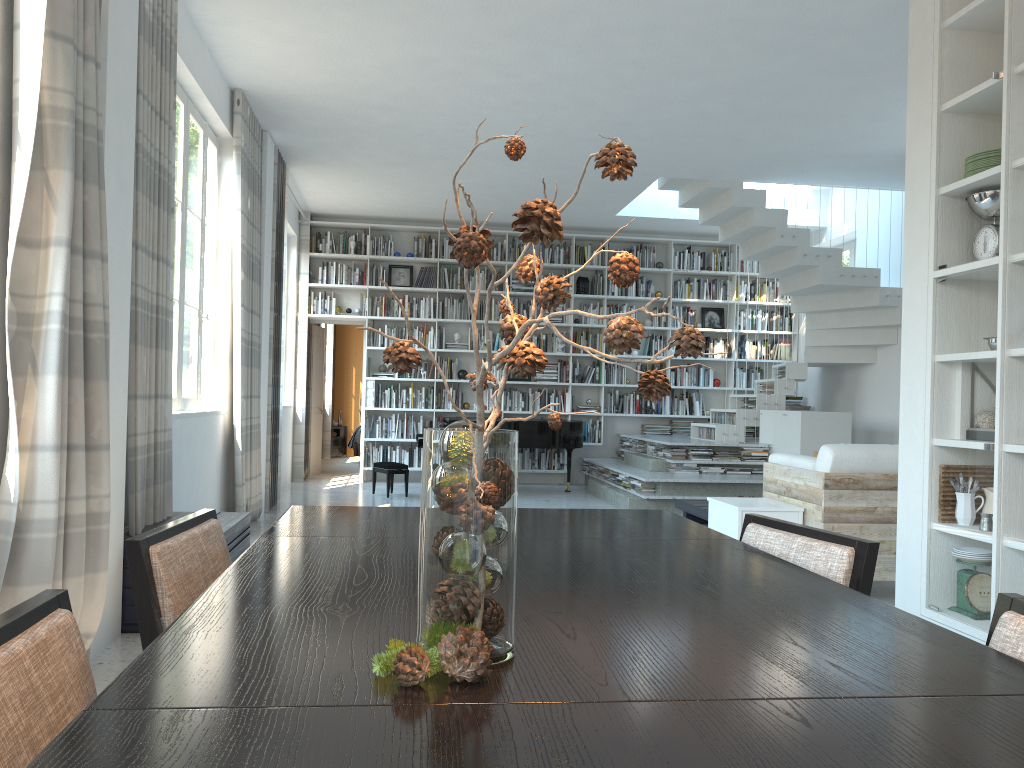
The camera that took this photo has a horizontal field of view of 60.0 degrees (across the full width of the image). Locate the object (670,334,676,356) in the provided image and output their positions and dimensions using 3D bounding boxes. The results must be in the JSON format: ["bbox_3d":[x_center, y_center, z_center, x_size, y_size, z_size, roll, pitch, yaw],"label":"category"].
[{"bbox_3d":[2.038,-0.483,11.204,0.087,0.288,0.075,1,0,28],"label":"object"}]

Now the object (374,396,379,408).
[{"bbox_3d":[-1.646,0.216,10.774,0.045,0.146,0.045,1,0,31],"label":"object"}]

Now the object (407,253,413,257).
[{"bbox_3d":[-1.256,-1.577,10.934,0.082,0.083,0.082,2,-1,-29],"label":"object"}]

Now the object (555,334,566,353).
[{"bbox_3d":[0.604,-0.502,11.055,0.137,0.244,0.138,2,-1,-42],"label":"object"}]

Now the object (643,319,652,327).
[{"bbox_3d":[1.730,-0.772,11.326,0.111,0.113,0.111,2,-1,-29],"label":"object"}]

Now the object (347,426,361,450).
[{"bbox_3d":[-1.863,0.775,14.214,1.481,0.540,1.450,2,-1,-8],"label":"object"}]

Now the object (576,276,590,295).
[{"bbox_3d":[0.889,-1.232,11.156,0.135,0.248,0.135,2,0,-17],"label":"object"}]

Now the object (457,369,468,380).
[{"bbox_3d":[-0.613,-0.114,11.022,0.133,0.135,0.134,1,-1,42],"label":"object"}]

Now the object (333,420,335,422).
[{"bbox_3d":[-3.059,0.659,15.033,0.106,0.103,0.106,1,-1,0],"label":"object"}]

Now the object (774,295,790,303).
[{"bbox_3d":[3.477,-1.104,11.416,0.203,0.137,0.095,1,-1,9],"label":"object"}]

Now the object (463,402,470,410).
[{"bbox_3d":[-0.569,0.274,11.037,0.091,0.092,0.091,2,-1,-29],"label":"object"}]

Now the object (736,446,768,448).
[{"bbox_3d":[2.530,0.655,9.348,0.284,0.030,0.177,2,-1,-7],"label":"object"}]

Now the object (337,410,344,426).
[{"bbox_3d":[-2.916,0.581,15.035,0.091,0.268,0.091,1,0,39],"label":"object"}]

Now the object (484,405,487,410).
[{"bbox_3d":[-0.341,0.295,11.022,0.061,0.062,0.061,1,-1,42],"label":"object"}]

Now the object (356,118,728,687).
[{"bbox_3d":[0.010,0.032,0.965,0.317,0.601,0.541,2,-1,-36],"label":"object"}]

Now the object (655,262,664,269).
[{"bbox_3d":[1.872,-1.500,11.257,0.104,0.105,0.104,1,-1,42],"label":"object"}]

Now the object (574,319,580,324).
[{"bbox_3d":[0.811,-0.785,11.117,0.071,0.072,0.071,1,-1,42],"label":"object"}]

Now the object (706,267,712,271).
[{"bbox_3d":[2.521,-1.465,11.336,0.071,0.072,0.071,1,-1,42],"label":"object"}]

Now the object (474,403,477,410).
[{"bbox_3d":[-0.442,0.277,10.986,0.060,0.095,0.078,1,-1,10],"label":"object"}]

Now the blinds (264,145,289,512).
[{"bbox_3d":[-2.212,-0.483,8.161,0.140,3.231,0.776,2,0,-7],"label":"blinds"}]

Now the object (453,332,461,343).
[{"bbox_3d":[-0.685,-0.579,11.035,0.095,0.157,0.121,1,-1,7],"label":"object"}]

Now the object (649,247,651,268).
[{"bbox_3d":[1.749,-1.598,11.341,0.006,0.298,0.129,2,0,-7],"label":"object"}]

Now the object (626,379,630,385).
[{"bbox_3d":[1.464,-0.023,11.280,0.071,0.072,0.071,1,-1,42],"label":"object"}]

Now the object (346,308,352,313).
[{"bbox_3d":[-1.997,-0.894,10.858,0.071,0.072,0.071,2,-1,-29],"label":"object"}]

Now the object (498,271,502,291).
[{"bbox_3d":[-0.145,-1.265,10.961,0.075,0.254,0.075,2,0,-28],"label":"object"}]

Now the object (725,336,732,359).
[{"bbox_3d":[2.762,-0.462,11.312,0.087,0.288,0.075,1,0,28],"label":"object"}]

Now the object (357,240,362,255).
[{"bbox_3d":[-1.850,-1.641,10.749,0.067,0.198,0.067,1,0,35],"label":"object"}]

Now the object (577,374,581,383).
[{"bbox_3d":[0.838,-0.064,11.059,0.054,0.113,0.079,2,-1,-8],"label":"object"}]

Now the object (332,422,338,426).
[{"bbox_3d":[-2.983,0.680,14.927,0.118,0.061,0.118,1,-1,0],"label":"object"}]

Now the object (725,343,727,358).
[{"bbox_3d":[2.746,-0.424,11.449,0.022,0.211,0.179,2,-1,-7],"label":"object"}]

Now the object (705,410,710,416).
[{"bbox_3d":[2.509,0.373,11.419,0.071,0.072,0.071,1,-1,42],"label":"object"}]

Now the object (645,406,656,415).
[{"bbox_3d":[1.738,0.329,11.160,0.160,0.114,0.064,2,-1,-20],"label":"object"}]

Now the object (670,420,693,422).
[{"bbox_3d":[2.175,0.475,11.390,0.254,0.006,0.161,2,-1,-6],"label":"object"}]

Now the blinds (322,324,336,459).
[{"bbox_3d":[-3.045,-0.383,14.873,0.140,3.231,0.776,2,0,-7],"label":"blinds"}]

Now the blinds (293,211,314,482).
[{"bbox_3d":[-2.556,-0.442,10.932,0.140,3.231,0.776,2,0,-7],"label":"blinds"}]

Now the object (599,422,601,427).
[{"bbox_3d":[1.109,0.610,11.171,0.011,0.260,0.142,2,0,-7],"label":"object"}]

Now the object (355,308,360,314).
[{"bbox_3d":[-1.889,-0.892,10.851,0.071,0.072,0.071,2,-1,-29],"label":"object"}]

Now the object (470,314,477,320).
[{"bbox_3d":[-0.482,-0.828,11.021,0.097,0.098,0.097,1,-1,42],"label":"object"}]

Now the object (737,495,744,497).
[{"bbox_3d":[1.917,0.977,7.418,0.090,0.106,0.097,1,-1,14],"label":"object"}]

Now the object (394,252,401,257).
[{"bbox_3d":[-1.412,-1.581,10.915,0.082,0.083,0.082,2,-1,-29],"label":"object"}]

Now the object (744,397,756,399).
[{"bbox_3d":[2.841,0.170,10.460,0.161,0.025,0.174,2,-1,-3],"label":"object"}]

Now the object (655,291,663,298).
[{"bbox_3d":[1.862,-1.131,11.261,0.100,0.102,0.100,2,-1,-29],"label":"object"}]

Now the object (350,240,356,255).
[{"bbox_3d":[-1.930,-1.643,10.739,0.067,0.198,0.067,1,0,35],"label":"object"}]

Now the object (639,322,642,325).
[{"bbox_3d":[1.618,-0.754,11.289,0.068,0.068,0.068,2,-1,-29],"label":"object"}]

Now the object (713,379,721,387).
[{"bbox_3d":[2.626,-0.012,11.412,0.115,0.116,0.115,2,-1,-29],"label":"object"}]

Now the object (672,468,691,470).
[{"bbox_3d":[1.760,0.875,9.146,0.204,0.004,0.140,2,-1,-4],"label":"object"}]

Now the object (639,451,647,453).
[{"bbox_3d":[1.593,0.794,10.363,0.145,0.010,0.266,2,-1,-11],"label":"object"}]

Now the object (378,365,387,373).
[{"bbox_3d":[-1.588,-0.186,10.902,0.105,0.106,0.105,2,-1,-29],"label":"object"}]

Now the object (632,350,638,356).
[{"bbox_3d":[1.564,-0.390,11.258,0.071,0.072,0.071,1,-1,42],"label":"object"}]

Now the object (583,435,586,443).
[{"bbox_3d":[0.875,0.686,11.107,0.093,0.095,0.094,1,-1,42],"label":"object"}]

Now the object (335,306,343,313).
[{"bbox_3d":[-2.105,-0.906,10.796,0.086,0.088,0.087,1,-1,42],"label":"object"}]

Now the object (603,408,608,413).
[{"bbox_3d":[1.177,0.334,11.239,0.071,0.072,0.071,1,-1,42],"label":"object"}]

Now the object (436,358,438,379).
[{"bbox_3d":[-0.934,-0.190,11.020,0.012,0.270,0.130,2,0,-7],"label":"object"}]

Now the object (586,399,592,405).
[{"bbox_3d":[0.966,0.226,11.134,0.071,0.072,0.071,1,-1,42],"label":"object"}]

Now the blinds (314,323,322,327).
[{"bbox_3d":[-2.701,-0.425,12.102,0.140,3.231,0.776,2,0,-7],"label":"blinds"}]

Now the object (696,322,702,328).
[{"bbox_3d":[2.386,-0.744,11.380,0.091,0.092,0.091,1,-1,42],"label":"object"}]

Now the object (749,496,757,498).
[{"bbox_3d":[2.033,0.988,7.430,0.097,0.102,0.099,2,-1,-37],"label":"object"}]

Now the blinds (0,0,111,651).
[{"bbox_3d":[-1.534,-0.475,2.874,0.359,3.052,0.846,2,0,-3],"label":"blinds"}]

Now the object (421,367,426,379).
[{"bbox_3d":[-1.082,-0.132,10.825,0.081,0.140,0.044,2,0,-23],"label":"object"}]
